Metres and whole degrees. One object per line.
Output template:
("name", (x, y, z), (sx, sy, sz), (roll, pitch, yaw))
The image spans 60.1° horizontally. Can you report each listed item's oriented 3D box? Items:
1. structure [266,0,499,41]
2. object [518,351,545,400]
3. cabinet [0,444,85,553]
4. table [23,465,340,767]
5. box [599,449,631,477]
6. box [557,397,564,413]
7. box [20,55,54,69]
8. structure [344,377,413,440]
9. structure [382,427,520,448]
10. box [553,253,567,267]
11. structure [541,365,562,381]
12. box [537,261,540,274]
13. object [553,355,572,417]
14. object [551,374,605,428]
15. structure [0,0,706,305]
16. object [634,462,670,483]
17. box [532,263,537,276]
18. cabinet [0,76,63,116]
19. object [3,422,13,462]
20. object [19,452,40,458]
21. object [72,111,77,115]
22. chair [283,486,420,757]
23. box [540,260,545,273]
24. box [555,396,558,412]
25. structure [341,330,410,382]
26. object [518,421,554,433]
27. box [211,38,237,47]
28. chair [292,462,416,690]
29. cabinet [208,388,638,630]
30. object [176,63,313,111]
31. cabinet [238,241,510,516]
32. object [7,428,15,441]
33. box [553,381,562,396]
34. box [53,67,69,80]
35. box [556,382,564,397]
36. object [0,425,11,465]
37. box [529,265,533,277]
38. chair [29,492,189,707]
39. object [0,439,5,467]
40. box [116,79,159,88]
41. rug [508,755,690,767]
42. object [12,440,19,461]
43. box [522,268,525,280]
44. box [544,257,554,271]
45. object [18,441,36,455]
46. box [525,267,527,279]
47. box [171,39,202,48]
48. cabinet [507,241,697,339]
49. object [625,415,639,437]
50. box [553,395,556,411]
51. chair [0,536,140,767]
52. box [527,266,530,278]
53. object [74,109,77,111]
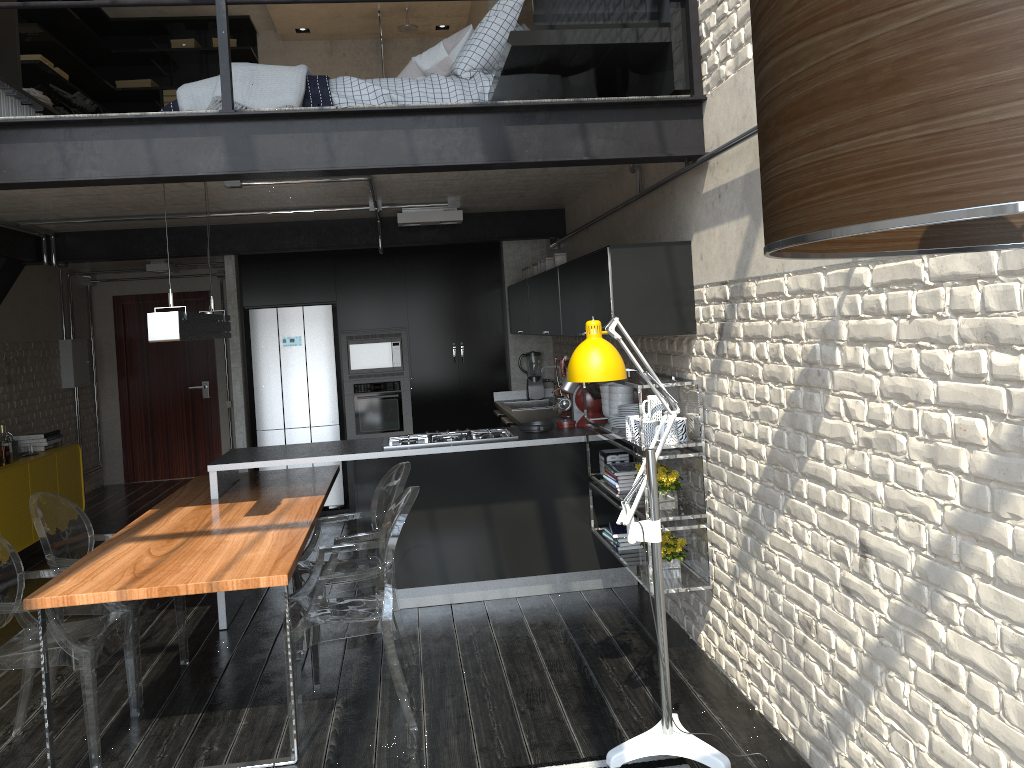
("structure", (-1.244, -2.813, 9.461), (2.594, 2.947, 2.794), (-4, 2, -7))
("object", (0.172, -0.076, 7.774), (0.223, 0.423, 0.162), (-4, 1, -7))
("cabinet", (-4.003, 1.001, 6.860), (0.548, 0.768, 2.204), (-4, 4, -7))
("table", (-1.430, 1.021, 4.550), (0.928, 0.732, 2.677), (-4, 4, -7))
("box", (0.582, 0.452, 5.002), (0.150, 0.150, 0.150), (-4, 2, -7))
("box", (0.375, 0.153, 6.564), (0.081, 0.111, 0.081), (-3, 2, 3))
("box", (-4.435, -2.907, 8.053), (0.401, 0.083, 0.296), (-4, 4, -7))
("structure", (-1.210, 0.226, 8.076), (0.582, 0.557, 0.485), (-4, 2, -7))
("structure", (-0.386, 0.321, 5.458), (0.812, 0.026, 0.503), (-4, 4, -7))
("box", (0.314, -0.795, 5.768), (0.081, 0.111, 0.081), (-4, 2, -7))
("structure", (0.332, 0.003, 7.300), (0.177, 0.310, 0.089), (-4, 1, -7))
("box", (0.225, -0.837, 6.436), (0.081, 0.111, 0.081), (-4, 2, -7))
("object", (0.381, 0.015, 6.278), (0.210, 0.426, 0.202), (-3, 1, 8))
("object", (0.441, 0.099, 5.642), (0.351, 0.340, 0.220), (-5, 2, -23))
("structure", (-1.679, -0.307, 5.071), (4.786, 3.337, 3.792), (-4, 2, -7))
("object", (0.687, 0.471, 4.320), (0.175, 0.192, 0.183), (-3, 2, 15))
("box", (0.197, -0.851, 6.665), (0.081, 0.111, 0.081), (-4, 2, -7))
("cabinet", (-3.004, -1.342, 4.892), (0.607, 0.550, 3.185), (-4, 4, -7))
("object", (-3.919, 0.452, 6.860), (0.073, 0.320, 0.073), (-4, 0, -16))
("object", (-4.040, 0.585, 7.252), (0.300, 0.012, 0.300), (-6, 4, -26))
("object", (-4.595, -2.784, 9.281), (0.430, 0.219, 0.010), (-4, 0, -10))
("chair", (-0.653, 0.927, 3.708), (0.590, 0.939, 0.540), (-4, 1, -12))
("box", (0.242, -0.828, 6.302), (0.081, 0.111, 0.081), (-4, 2, -7))
("box", (0.369, 0.148, 6.643), (0.081, 0.111, 0.081), (-4, 2, -12))
("structure", (-1.243, -0.263, 8.092), (0.582, 0.420, 0.449), (-4, 2, -7))
("object", (0.137, 0.273, 5.487), (0.226, 0.050, 0.312), (-2, 4, 22))
("box", (-3.372, -3.913, 10.345), (0.264, 0.125, 0.401), (-5, 4, -22))
("chair", (-0.762, 0.888, 4.368), (0.591, 0.939, 0.540), (-4, 1, -22))
("cabinet", (-0.626, 0.703, 6.417), (2.432, 1.003, 2.751), (-4, 4, -7))
("object", (-1.497, -1.519, 5.474), (0.682, 0.658, 2.522), (-4, 4, -6))
("cabinet", (-1.211, -0.116, 8.130), (2.321, 2.472, 0.553), (-4, 0, -7))
("object", (-4.127, 0.475, 7.241), (0.119, 0.239, 0.119), (-3, 1, 10))
("box", (0.367, 0.036, 6.677), (0.081, 0.111, 0.081), (-5, 2, -32))
("box", (-4.545, -2.956, 8.563), (0.401, 0.125, 0.264), (-4, 3, -7))
("box", (0.378, 0.041, 6.593), (0.081, 0.111, 0.081), (-4, 2, -12))
("object", (-3.895, 0.464, 6.775), (0.081, 0.307, 0.081), (-4, 1, -13))
("box", (0.179, -0.860, 6.811), (0.081, 0.111, 0.081), (-4, 2, -7))
("chair", (-1.957, 0.973, 4.221), (0.590, 0.939, 0.541), (-4, 1, 3))
("object", (-3.874, 0.495, 6.661), (0.067, 0.257, 0.099), (-4, 1, -2))
("box", (-4.323, -3.414, 10.228), (0.401, 0.125, 0.264), (-4, 3, -2))
("rug", (-0.865, 1.572, 1.334), (3.403, 0.004, 3.500), (-4, 4, -7))
("object", (-3.954, 0.518, 6.956), (0.052, 0.182, 0.135), (-3, 2, 30))
("box", (0.125, -0.883, 7.186), (0.081, 0.111, 0.081), (-4, 2, -7))
("box", (0.269, -0.817, 6.110), (0.081, 0.111, 0.081), (-4, 2, -7))
("object", (-4.017, 0.528, 7.317), (0.228, 0.107, 0.100), (-2, 2, 20))
("box", (0.147, -0.874, 7.041), (0.081, 0.111, 0.081), (-4, 2, -7))
("box", (-3.765, -3.885, 10.297), (0.263, 0.125, 0.402), (-4, 4, -2))
("cabinet", (0.386, -0.542, 5.893), (0.400, 0.420, 3.901), (-4, 4, -7))
("object", (0.599, 0.202, 4.322), (0.083, 0.100, 0.109), (-3, 2, 27))
("box", (0.355, 0.143, 6.728), (0.081, 0.111, 0.081), (-4, 2, -2))
("chair", (-1.909, 1.015, 3.580), (0.590, 0.939, 0.540), (-4, 1, -7))
("box", (0.161, -0.868, 6.947), (0.081, 0.111, 0.081), (-4, 2, -7))
("object", (-4.614, -2.787, 9.334), (0.430, 0.219, 0.010), (-5, 1, -20))
